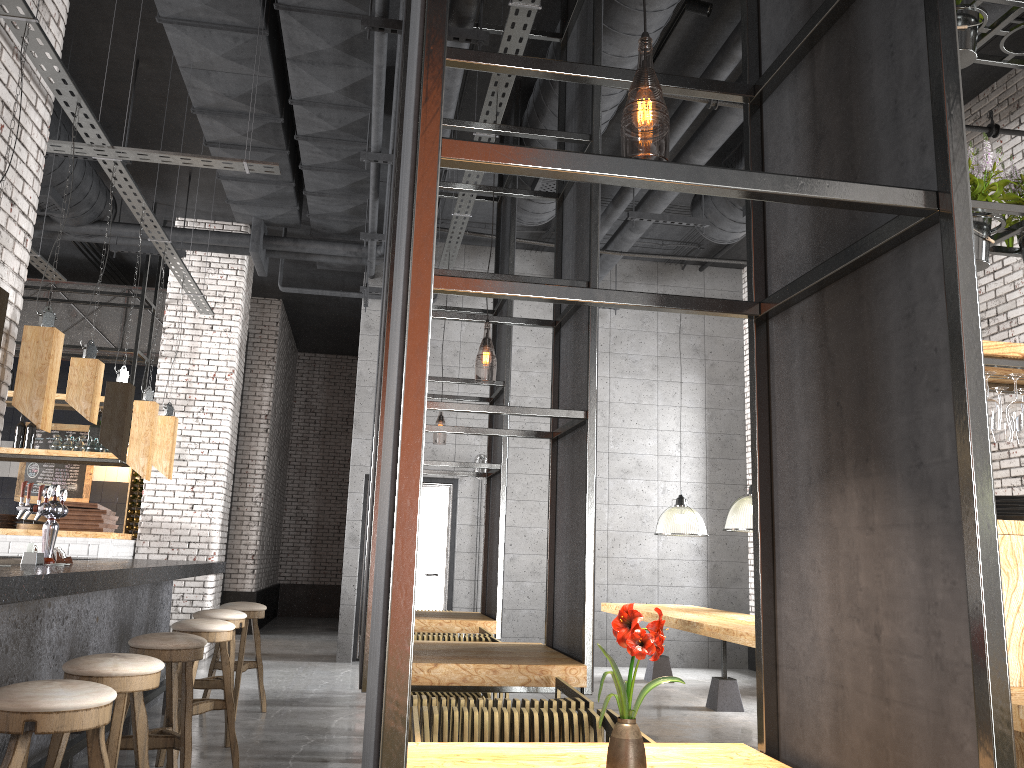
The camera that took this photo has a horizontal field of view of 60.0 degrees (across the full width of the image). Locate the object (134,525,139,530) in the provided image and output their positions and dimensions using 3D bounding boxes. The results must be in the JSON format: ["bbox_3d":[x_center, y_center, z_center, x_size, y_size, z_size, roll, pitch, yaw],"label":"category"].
[{"bbox_3d":[-5.191,1.990,12.282,0.079,0.080,0.279,4,-11,-9],"label":"object"}]

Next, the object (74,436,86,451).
[{"bbox_3d":[-4.632,0.644,9.516,0.118,0.181,0.118,-3,-13,23],"label":"object"}]

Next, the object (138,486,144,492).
[{"bbox_3d":[-5.170,1.471,12.375,0.079,0.079,0.282,4,-11,-9],"label":"object"}]

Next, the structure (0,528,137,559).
[{"bbox_3d":[-6.965,2.078,8.899,5.799,1.351,1.505,4,-12,-9],"label":"structure"}]

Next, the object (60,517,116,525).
[{"bbox_3d":[-4.354,1.411,9.122,0.405,0.044,0.633,4,-11,-12],"label":"object"}]

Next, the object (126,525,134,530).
[{"bbox_3d":[-5.281,1.980,12.248,0.079,0.080,0.279,4,-11,-9],"label":"object"}]

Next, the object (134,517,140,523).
[{"bbox_3d":[-5.181,1.879,12.263,0.079,0.080,0.279,4,-11,-9],"label":"object"}]

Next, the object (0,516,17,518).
[{"bbox_3d":[-5.242,1.351,9.036,0.458,0.019,0.405,-3,-12,24],"label":"object"}]

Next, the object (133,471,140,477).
[{"bbox_3d":[-5.256,1.258,12.405,0.079,0.079,0.282,4,-11,-9],"label":"object"}]

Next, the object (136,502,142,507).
[{"bbox_3d":[-5.177,1.677,12.331,0.079,0.079,0.282,4,-11,-9],"label":"object"}]

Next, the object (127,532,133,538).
[{"bbox_3d":[-5.287,2.086,12.241,0.079,0.080,0.279,4,-11,-9],"label":"object"}]

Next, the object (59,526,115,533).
[{"bbox_3d":[-4.357,1.498,9.103,0.405,0.044,0.633,5,-11,-13],"label":"object"}]

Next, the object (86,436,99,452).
[{"bbox_3d":[-4.515,0.655,9.548,0.118,0.181,0.118,10,-14,-32],"label":"object"}]

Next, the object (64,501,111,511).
[{"bbox_3d":[-4.389,1.265,9.081,0.406,0.094,0.634,4,-11,-11],"label":"object"}]

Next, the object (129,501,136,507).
[{"bbox_3d":[-5.266,1.666,12.294,0.079,0.079,0.282,4,-11,-9],"label":"object"}]

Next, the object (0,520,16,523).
[{"bbox_3d":[-5.277,1.394,9.006,0.407,0.019,0.456,1,-11,4],"label":"object"}]

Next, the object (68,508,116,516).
[{"bbox_3d":[-4.351,1.324,9.140,0.405,0.044,0.633,5,-12,-15],"label":"object"}]

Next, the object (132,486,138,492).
[{"bbox_3d":[-5.266,1.467,12.376,0.079,0.079,0.282,4,-11,-9],"label":"object"}]

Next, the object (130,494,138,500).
[{"bbox_3d":[-5.267,1.568,12.338,0.079,0.079,0.282,4,-11,-9],"label":"object"}]

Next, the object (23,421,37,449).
[{"bbox_3d":[-5.217,0.497,9.622,0.098,0.473,0.097,2,-12,-2],"label":"object"}]

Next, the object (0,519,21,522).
[{"bbox_3d":[-5.263,1.381,9.023,0.406,0.019,0.456,-5,-13,33],"label":"object"}]

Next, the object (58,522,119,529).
[{"bbox_3d":[-4.355,1.455,9.112,0.405,0.044,0.633,3,-11,-6],"label":"object"}]

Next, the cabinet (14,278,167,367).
[{"bbox_3d":[-7.215,-0.532,11.840,5.862,1.776,0.679,4,-12,-9],"label":"cabinet"}]

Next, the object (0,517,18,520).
[{"bbox_3d":[-5.236,1.367,9.032,0.458,0.019,0.405,-5,-13,32],"label":"object"}]

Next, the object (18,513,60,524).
[{"bbox_3d":[-4.802,1.379,9.066,0.436,0.154,0.438,-7,-14,37],"label":"object"}]

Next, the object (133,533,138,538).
[{"bbox_3d":[-5.192,2.089,12.241,0.079,0.080,0.279,4,-11,-9],"label":"object"}]

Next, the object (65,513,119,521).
[{"bbox_3d":[-4.352,1.368,9.131,0.405,0.044,0.633,4,-11,-8],"label":"object"}]

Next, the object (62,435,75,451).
[{"bbox_3d":[-4.755,0.638,9.506,0.118,0.181,0.118,-8,-15,39],"label":"object"}]

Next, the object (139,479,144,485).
[{"bbox_3d":[-5.163,1.363,12.375,0.079,0.079,0.282,4,-11,-9],"label":"object"}]

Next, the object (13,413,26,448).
[{"bbox_3d":[-5.324,0.490,9.605,0.098,0.473,0.097,7,-13,-20],"label":"object"}]

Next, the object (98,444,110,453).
[{"bbox_3d":[-4.399,0.666,9.584,0.118,0.181,0.118,8,-13,-25],"label":"object"}]

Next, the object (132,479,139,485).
[{"bbox_3d":[-5.258,1.360,12.374,0.079,0.079,0.282,4,-11,-9],"label":"object"}]

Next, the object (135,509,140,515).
[{"bbox_3d":[-5.178,1.776,12.289,0.079,0.080,0.279,4,-11,-9],"label":"object"}]

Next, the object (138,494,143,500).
[{"bbox_3d":[-5.177,1.577,12.372,0.079,0.079,0.282,4,-11,-9],"label":"object"}]

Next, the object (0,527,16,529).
[{"bbox_3d":[-5.244,1.462,9.012,0.458,0.019,0.405,-3,-12,26],"label":"object"}]

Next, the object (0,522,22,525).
[{"bbox_3d":[-5.254,1.414,9.020,0.457,0.019,0.406,11,-14,-40],"label":"object"}]

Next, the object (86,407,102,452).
[{"bbox_3d":[-4.557,0.507,9.751,0.157,0.556,0.105,3,-12,-5],"label":"object"}]

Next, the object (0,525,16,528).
[{"bbox_3d":[-5.226,1.446,9.010,0.406,0.019,0.457,10,-14,-36],"label":"object"}]

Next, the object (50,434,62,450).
[{"bbox_3d":[-4.878,0.633,9.505,0.118,0.181,0.118,-9,-16,43],"label":"object"}]

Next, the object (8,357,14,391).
[{"bbox_3d":[-5.575,-0.085,9.820,0.098,0.460,0.098,9,-14,-31],"label":"object"}]

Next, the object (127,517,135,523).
[{"bbox_3d":[-5.276,1.875,12.262,0.079,0.080,0.279,4,-11,-9],"label":"object"}]

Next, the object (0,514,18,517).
[{"bbox_3d":[-5.259,1.334,9.035,0.406,0.019,0.457,-6,-14,37],"label":"object"}]

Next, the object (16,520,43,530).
[{"bbox_3d":[-4.807,1.444,9.048,0.437,0.098,0.435,-1,-12,15],"label":"object"}]

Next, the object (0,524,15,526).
[{"bbox_3d":[-5.248,1.430,9.018,0.458,0.019,0.405,-2,-12,19],"label":"object"}]

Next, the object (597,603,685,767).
[{"bbox_3d":[0.251,0.615,1.742,0.156,0.356,0.170,-8,-15,38],"label":"object"}]

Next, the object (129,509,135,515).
[{"bbox_3d":[-5.276,1.776,12.308,0.079,0.080,0.279,4,-11,-9],"label":"object"}]

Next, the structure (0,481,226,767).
[{"bbox_3d":[-4.080,1.176,4.321,4.309,1.540,5.853,4,-11,-9],"label":"structure"}]
